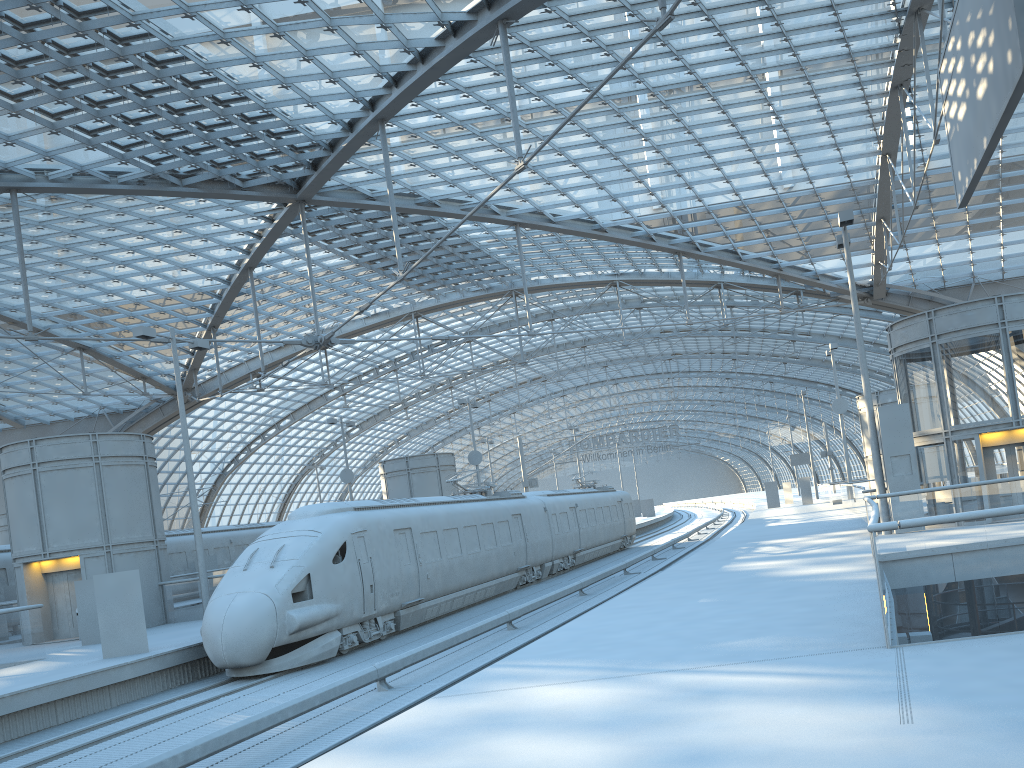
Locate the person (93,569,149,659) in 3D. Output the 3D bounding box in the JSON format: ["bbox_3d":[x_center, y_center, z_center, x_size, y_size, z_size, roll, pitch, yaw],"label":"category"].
[{"bbox_3d":[-7.717,4.573,17.403,0.873,1.702,0.001,-7,-1,-8],"label":"person"}]

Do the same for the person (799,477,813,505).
[{"bbox_3d":[18.692,6.830,55.990,0.068,1.804,0.791,-7,-2,-41],"label":"person"}]

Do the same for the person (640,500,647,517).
[{"bbox_3d":[12.949,12.002,84.798,0.880,1.702,0.001,-8,-1,18],"label":"person"}]

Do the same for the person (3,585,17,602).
[{"bbox_3d":[-15.958,7.368,28.528,0.825,1.729,0.001,-7,-1,-8],"label":"person"}]

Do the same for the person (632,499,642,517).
[{"bbox_3d":[12.573,12.678,89.357,0.904,1.796,0.001,-8,-1,13],"label":"person"}]

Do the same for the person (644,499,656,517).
[{"bbox_3d":[12.762,11.485,81.123,0.832,1.729,0.001,-8,-1,18],"label":"person"}]

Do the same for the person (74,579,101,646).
[{"bbox_3d":[-10.111,5.520,21.236,0.710,1.609,0.001,-8,-1,-3],"label":"person"}]

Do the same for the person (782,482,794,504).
[{"bbox_3d":[19.772,7.825,62.911,0.001,1.608,0.816,-7,-3,-28],"label":"person"}]

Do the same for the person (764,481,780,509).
[{"bbox_3d":[17.263,7.345,58.104,0.910,1.795,0.001,-10,-2,43],"label":"person"}]
